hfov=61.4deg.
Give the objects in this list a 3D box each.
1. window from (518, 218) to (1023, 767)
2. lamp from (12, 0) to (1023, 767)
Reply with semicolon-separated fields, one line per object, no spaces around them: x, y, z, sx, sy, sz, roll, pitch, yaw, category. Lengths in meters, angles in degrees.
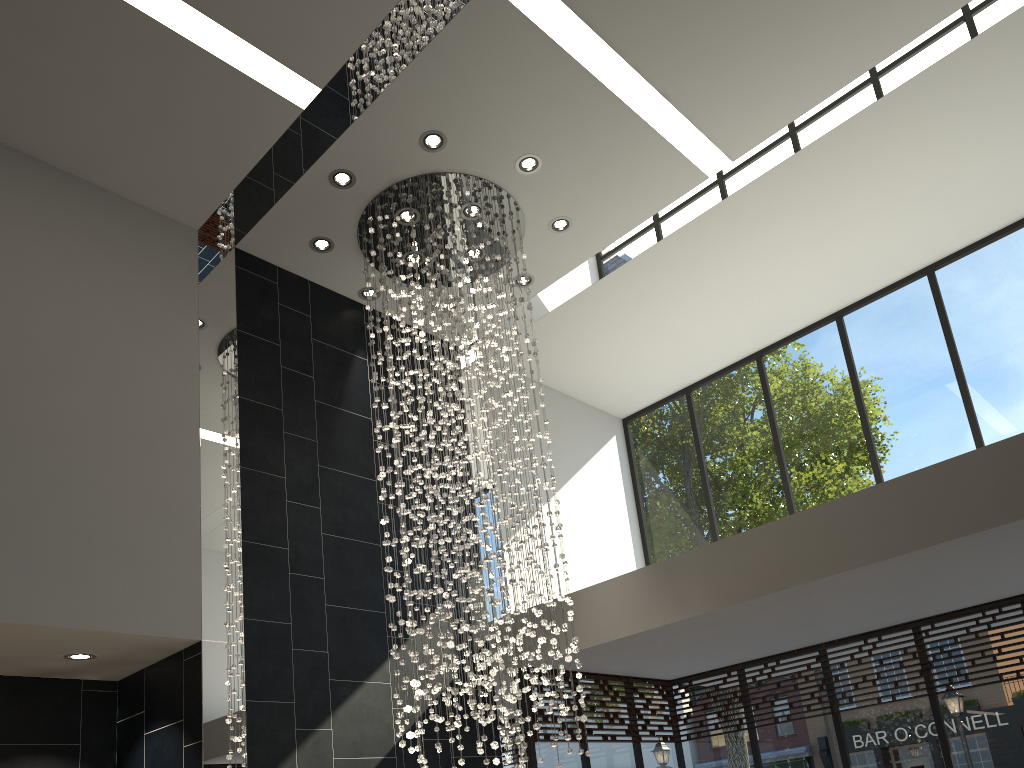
3.027;1.411;6.512;2.420;5.546;6.462;12;-30;-44;window
-8.022;-40.810;12.313;400.335;105.634;432.082;4;-29;-20;lamp
